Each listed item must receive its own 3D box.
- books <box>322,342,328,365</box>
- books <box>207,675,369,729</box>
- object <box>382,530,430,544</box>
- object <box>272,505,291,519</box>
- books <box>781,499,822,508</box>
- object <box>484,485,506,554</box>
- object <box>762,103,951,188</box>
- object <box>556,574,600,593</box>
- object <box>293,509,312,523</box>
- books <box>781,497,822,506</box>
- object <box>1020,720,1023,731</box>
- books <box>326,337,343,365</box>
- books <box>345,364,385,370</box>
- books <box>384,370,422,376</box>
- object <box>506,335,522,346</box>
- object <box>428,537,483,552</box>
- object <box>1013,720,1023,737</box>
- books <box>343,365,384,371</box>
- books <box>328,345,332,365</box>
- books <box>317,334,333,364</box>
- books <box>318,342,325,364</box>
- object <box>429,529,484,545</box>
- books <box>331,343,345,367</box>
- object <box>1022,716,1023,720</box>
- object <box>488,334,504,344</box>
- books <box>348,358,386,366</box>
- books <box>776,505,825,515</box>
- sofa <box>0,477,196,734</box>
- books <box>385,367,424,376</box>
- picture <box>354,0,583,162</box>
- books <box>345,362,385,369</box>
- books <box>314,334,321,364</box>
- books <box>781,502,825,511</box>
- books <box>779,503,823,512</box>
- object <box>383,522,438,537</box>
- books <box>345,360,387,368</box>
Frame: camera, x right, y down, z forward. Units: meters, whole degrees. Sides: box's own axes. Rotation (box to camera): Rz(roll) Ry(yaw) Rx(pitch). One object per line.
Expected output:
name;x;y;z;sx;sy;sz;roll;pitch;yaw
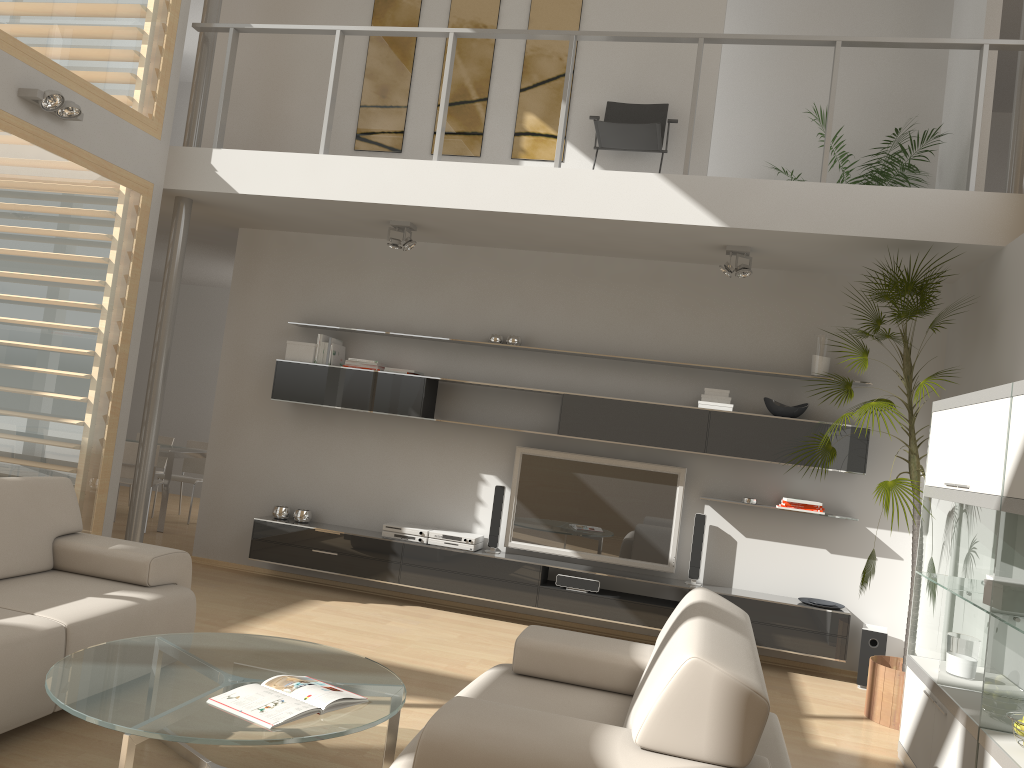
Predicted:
books;-1.378;-0.219;6.778;0.027;0.169;0.230;7;-3;13
books;-0.730;1.032;2.930;0.297;0.037;0.440;5;-4;33
object;-0.754;1.118;6.514;0.349;0.049;0.262;7;-3;13
object;-1.763;0.983;6.782;0.143;0.091;0.143;4;-4;45
books;1.944;0.804;5.960;0.254;0.015;0.190;6;-3;15
object;-0.111;0.975;6.417;0.111;0.483;0.116;7;-3;10
object;2.527;-1.544;6.489;1.331;1.069;1.491;7;-3;10
object;0.458;1.380;6.127;0.300;0.092;0.085;7;-3;13
object;-1.591;1.003;6.742;0.143;0.091;0.143;4;-4;45
books;1.940;0.787;5.949;0.227;0.017;0.230;7;-3;8
object;1.707;1.134;2.933;0.047;0.048;0.047;9;-3;-24
books;-1.355;-0.237;6.761;0.021;0.210;0.207;7;-3;13
books;-1.097;-0.122;6.675;0.268;0.011;0.190;6;-3;15
books;-0.814;-0.078;6.621;0.190;0.015;0.254;6;-3;20
object;0.015;-0.316;6.493;0.115;0.081;0.115;8;-3;-6
object;-0.409;1.157;6.440;0.349;0.049;0.250;7;-3;13
object;1.722;1.161;2.990;0.054;0.055;0.053;8;-3;-22
books;-1.094;-0.110;6.673;0.297;0.013;0.210;7;-3;13
books;-1.342;-0.209;6.757;0.009;0.156;0.207;7;-3;13
books;-1.422;-0.253;6.790;0.017;0.227;0.230;7;-3;13
books;-1.406;-0.223;6.776;0.027;0.169;0.230;7;-3;13
object;-0.404;1.109;6.437;0.349;0.049;0.262;7;-3;13
books;-1.324;-0.213;6.767;0.023;0.169;0.230;7;-3;13
object;1.734;1.127;2.968;0.044;0.043;0.040;6;-3;28
object;-0.118;-0.329;6.568;0.115;0.081;0.115;8;-3;-6
books;-1.088;-0.165;6.685;0.227;0.017;0.230;7;-3;8
books;1.932;0.843;5.956;0.296;0.013;0.210;7;-3;13
sofa;-2.227;0.836;3.503;1.168;0.846;2.093;7;-3;13
books;-0.800;-0.093;6.615;0.230;0.017;0.227;7;-3;13
picture;-0.322;-2.646;6.868;1.684;1.800;0.010;7;-3;13
books;-1.105;-0.137;6.676;0.254;0.015;0.190;7;-3;9
books;-1.442;-0.256;6.788;0.017;0.227;0.230;7;-3;13
books;1.949;0.820;5.955;0.254;0.015;0.190;7;-3;9
books;1.938;0.832;5.955;0.268;0.011;0.190;6;-3;15
object;-0.748;1.069;6.517;0.349;0.049;0.262;7;-3;13
books;-1.096;-0.151;6.673;0.254;0.015;0.190;6;-3;15
